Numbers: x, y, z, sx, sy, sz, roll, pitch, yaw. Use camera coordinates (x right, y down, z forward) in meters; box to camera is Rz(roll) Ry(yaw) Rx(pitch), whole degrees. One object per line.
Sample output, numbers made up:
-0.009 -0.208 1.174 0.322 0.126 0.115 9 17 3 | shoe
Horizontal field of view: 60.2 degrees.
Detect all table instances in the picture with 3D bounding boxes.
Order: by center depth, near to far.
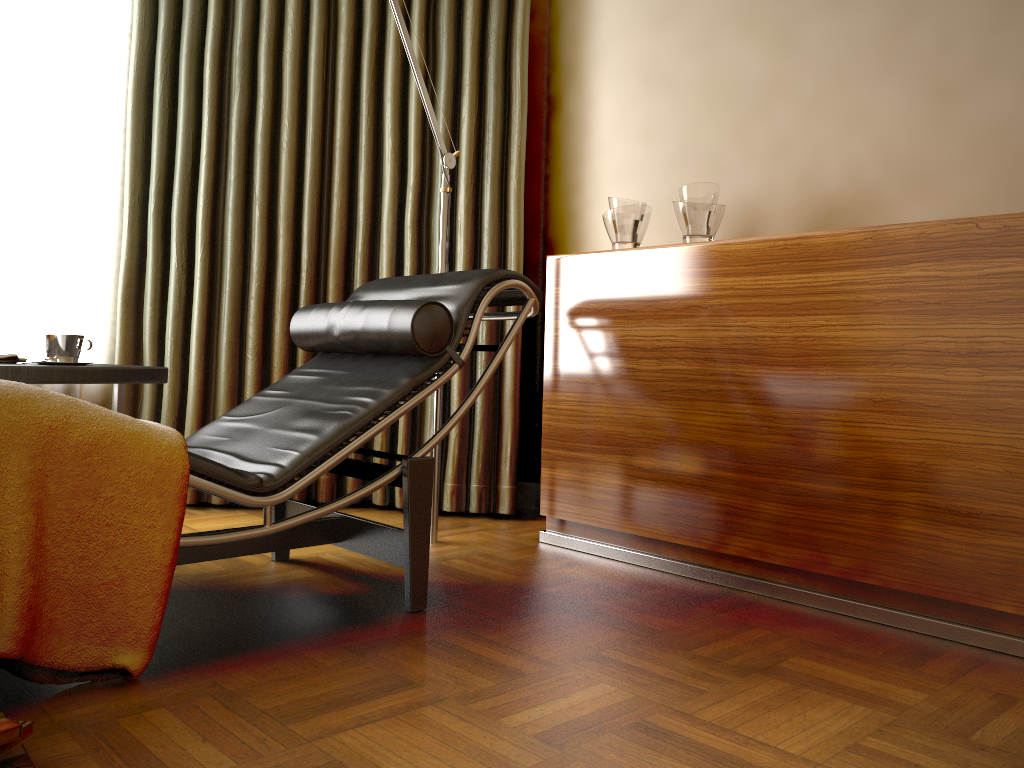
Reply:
-1.298 -0.033 2.383 0.518 0.045 0.498 3 2 38 | table

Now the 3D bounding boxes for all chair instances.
-0.745 0.093 1.913 1.784 0.801 0.635 1 -1 -43 | chair

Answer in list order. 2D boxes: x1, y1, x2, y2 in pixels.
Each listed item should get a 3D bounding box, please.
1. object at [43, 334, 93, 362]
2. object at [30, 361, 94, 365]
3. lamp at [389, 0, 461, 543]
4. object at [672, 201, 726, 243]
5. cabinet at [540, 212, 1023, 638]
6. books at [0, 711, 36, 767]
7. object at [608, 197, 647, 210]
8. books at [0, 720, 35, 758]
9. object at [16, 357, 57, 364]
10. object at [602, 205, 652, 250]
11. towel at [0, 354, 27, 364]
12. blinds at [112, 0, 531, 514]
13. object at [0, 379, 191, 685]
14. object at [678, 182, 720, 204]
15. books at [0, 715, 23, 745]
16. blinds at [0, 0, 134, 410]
-1.182 -0.091 2.341 0.110 0.079 0.098 2 0 -42 | object
-1.188 -0.055 2.334 0.149 0.009 0.150 0 2 -38 | object
-0.580 -0.453 2.196 1.411 1.976 0.451 3 -3 -40 | lamp
0.545 -0.466 2.583 0.155 0.155 0.155 1 -1 37 | object
0.822 0.060 2.306 0.414 0.865 1.674 4 -1 -43 | cabinet
-0.722 0.486 1.110 0.188 0.020 0.265 0 2 -39 | books
0.362 -0.516 2.780 0.122 0.150 0.122 1 -2 29 | object
-0.738 0.465 1.144 0.173 0.018 0.123 2 2 6 | books
-1.204 -0.060 2.235 0.029 0.019 0.123 2 1 16 | object
0.361 -0.477 2.778 0.156 0.155 0.155 2 -1 3 | object
-1.421 -0.068 2.374 0.178 0.035 0.241 0 2 -40 | towel
-0.711 -0.792 3.304 1.532 2.464 0.223 2 -3 2 | blinds
-1.144 0.241 1.554 0.906 0.522 0.917 1 1 -43 | object
0.546 -0.505 2.585 0.122 0.150 0.122 1 -2 26 | object
-0.741 0.447 1.139 0.173 0.018 0.123 3 2 31 | books
-2.257 -0.754 2.630 2.190 2.301 0.092 3 -3 -43 | blinds
